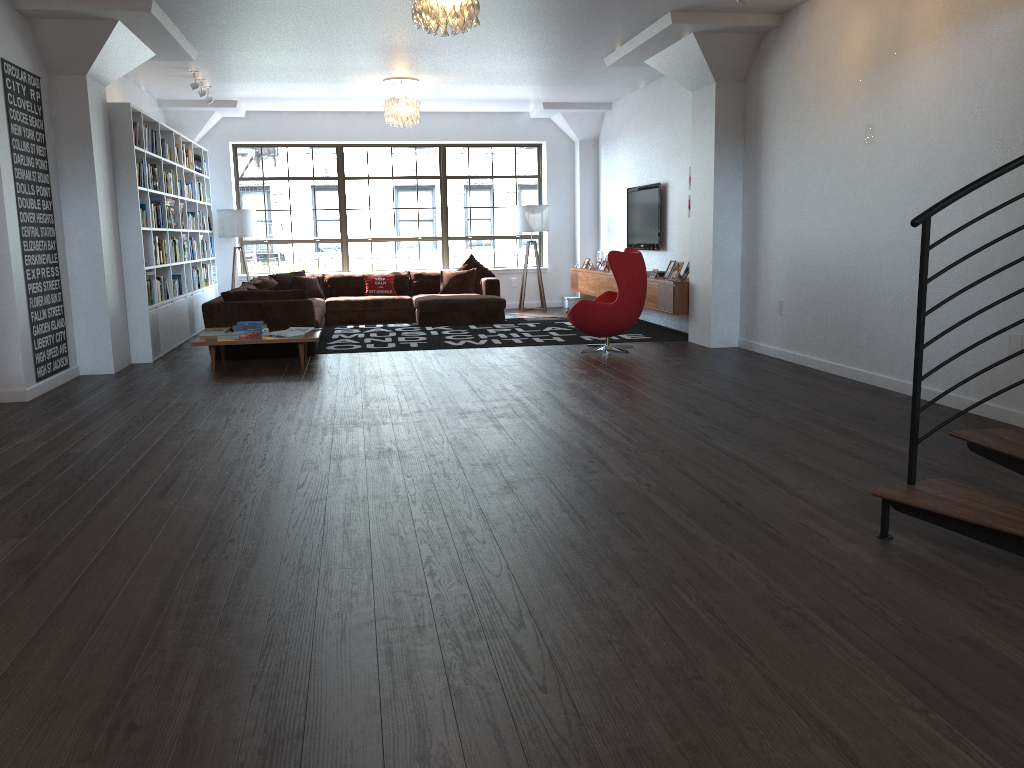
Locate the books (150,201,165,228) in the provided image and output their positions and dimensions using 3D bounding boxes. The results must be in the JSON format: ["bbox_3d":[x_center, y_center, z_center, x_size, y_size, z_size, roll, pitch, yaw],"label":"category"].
[{"bbox_3d":[-3.804,-1.798,9.427,0.176,0.294,0.102,-3,10,-10],"label":"books"}]

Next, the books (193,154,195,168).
[{"bbox_3d":[-4.221,-2.873,11.540,0.161,0.223,0.033,-3,10,-10],"label":"books"}]

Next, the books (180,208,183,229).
[{"bbox_3d":[-3.984,-1.948,10.455,0.174,0.251,0.051,-3,10,-10],"label":"books"}]

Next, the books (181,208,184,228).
[{"bbox_3d":[-4.012,-1.963,10.555,0.183,0.253,0.039,-3,10,-10],"label":"books"}]

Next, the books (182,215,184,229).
[{"bbox_3d":[-3.992,-1.945,10.527,0.161,0.223,0.030,-3,10,-10],"label":"books"}]

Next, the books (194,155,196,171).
[{"bbox_3d":[-4.217,-2.879,11.572,0.161,0.223,0.032,-3,10,-10],"label":"books"}]

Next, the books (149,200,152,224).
[{"bbox_3d":[-3.701,-1.695,8.821,0.197,0.283,0.065,-3,10,-10],"label":"books"}]

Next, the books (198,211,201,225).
[{"bbox_3d":[-4.231,-2.165,11.766,0.183,0.253,0.042,-3,10,-10],"label":"books"}]

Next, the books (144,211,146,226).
[{"bbox_3d":[-3.631,-1.604,8.648,0.106,0.162,0.032,-3,10,-10],"label":"books"}]

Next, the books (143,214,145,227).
[{"bbox_3d":[-3.629,-1.592,8.604,0.110,0.153,0.018,-3,10,-10],"label":"books"}]

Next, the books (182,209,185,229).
[{"bbox_3d":[-4.021,-1.972,10.623,0.171,0.246,0.036,-3,10,-10],"label":"books"}]

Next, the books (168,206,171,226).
[{"bbox_3d":[-3.877,-1.842,9.803,0.183,0.253,0.042,-3,10,-10],"label":"books"}]

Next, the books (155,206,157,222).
[{"bbox_3d":[-3.753,-1.719,9.133,0.167,0.230,0.037,-3,10,-10],"label":"books"}]

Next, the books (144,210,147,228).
[{"bbox_3d":[-3.636,-1.611,8.672,0.107,0.167,0.017,-3,10,-10],"label":"books"}]

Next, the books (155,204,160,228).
[{"bbox_3d":[-3.757,-1.742,9.201,0.182,0.253,0.034,-3,10,-10],"label":"books"}]

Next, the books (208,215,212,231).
[{"bbox_3d":[-4.361,-2.275,12.551,0.182,0.215,0.188,-3,10,-10],"label":"books"}]

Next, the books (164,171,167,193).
[{"bbox_3d":[-3.851,-2.189,9.630,0.174,0.239,0.045,-3,10,-10],"label":"books"}]

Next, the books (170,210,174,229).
[{"bbox_3d":[-3.887,-1.838,9.927,0.161,0.207,0.135,-3,10,-10],"label":"books"}]

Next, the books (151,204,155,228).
[{"bbox_3d":[-3.714,-1.695,8.960,0.174,0.239,0.045,-3,10,-10],"label":"books"}]

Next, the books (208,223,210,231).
[{"bbox_3d":[-4.354,-2.257,12.462,0.167,0.210,0.162,-3,10,-10],"label":"books"}]

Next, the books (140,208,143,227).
[{"bbox_3d":[-3.629,-1.594,8.519,0.134,0.184,0.030,-3,10,-10],"label":"books"}]

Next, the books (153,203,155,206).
[{"bbox_3d":[-3.773,-1.735,9.164,0.182,0.253,0.034,-3,10,-10],"label":"books"}]

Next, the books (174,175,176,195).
[{"bbox_3d":[-3.948,-2.284,10.173,0.159,0.250,0.026,-3,10,-10],"label":"books"}]

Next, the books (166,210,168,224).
[{"bbox_3d":[-3.840,-1.802,9.656,0.161,0.223,0.032,-3,10,-10],"label":"books"}]

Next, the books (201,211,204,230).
[{"bbox_3d":[-4.269,-2.203,11.999,0.183,0.253,0.042,-3,10,-10],"label":"books"}]

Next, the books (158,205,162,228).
[{"bbox_3d":[-3.773,-1.751,9.300,0.174,0.239,0.045,-3,10,-10],"label":"books"}]

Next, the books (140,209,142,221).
[{"bbox_3d":[-3.617,-1.587,8.496,0.128,0.178,0.021,-3,10,-10],"label":"books"}]

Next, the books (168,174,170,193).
[{"bbox_3d":[-3.891,-2.218,9.855,0.161,0.223,0.027,-3,10,-10],"label":"books"}]

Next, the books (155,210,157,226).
[{"bbox_3d":[-3.739,-1.710,9.103,0.161,0.223,0.026,-3,10,-10],"label":"books"}]

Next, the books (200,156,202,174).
[{"bbox_3d":[-4.322,-2.975,12.064,0.183,0.253,0.042,-3,10,-10],"label":"books"}]

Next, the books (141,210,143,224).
[{"bbox_3d":[-3.632,-1.595,8.545,0.128,0.178,0.022,-3,10,-10],"label":"books"}]

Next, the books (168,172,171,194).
[{"bbox_3d":[-3.910,-2.240,9.917,0.170,0.245,0.057,-3,10,-10],"label":"books"}]

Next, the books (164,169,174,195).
[{"bbox_3d":[-3.935,-2.282,10.038,0.176,0.290,0.053,-3,10,-10],"label":"books"}]

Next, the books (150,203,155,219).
[{"bbox_3d":[-3.736,-1.715,9.049,0.159,0.250,0.026,-3,10,-10],"label":"books"}]

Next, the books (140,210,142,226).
[{"bbox_3d":[-3.612,-1.584,8.475,0.128,0.178,0.022,-3,10,-10],"label":"books"}]

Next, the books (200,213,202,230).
[{"bbox_3d":[-4.240,-2.173,11.838,0.171,0.246,0.039,-3,10,-10],"label":"books"}]

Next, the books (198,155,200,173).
[{"bbox_3d":[-4.299,-2.954,11.937,0.183,0.253,0.042,-3,10,-10],"label":"books"}]

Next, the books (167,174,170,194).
[{"bbox_3d":[-3.888,-2.213,9.828,0.161,0.223,0.026,-3,10,-10],"label":"books"}]

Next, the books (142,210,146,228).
[{"bbox_3d":[-3.633,-1.602,8.621,0.120,0.167,0.020,-3,10,-10],"label":"books"}]

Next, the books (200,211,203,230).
[{"bbox_3d":[-4.259,-2.192,11.913,0.180,0.259,0.042,-3,10,-10],"label":"books"}]

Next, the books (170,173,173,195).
[{"bbox_3d":[-3.915,-2.245,9.968,0.174,0.239,0.045,-3,10,-10],"label":"books"}]

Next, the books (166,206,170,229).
[{"bbox_3d":[-3.847,-1.818,9.697,0.174,0.240,0.054,-3,10,-10],"label":"books"}]

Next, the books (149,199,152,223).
[{"bbox_3d":[-3.707,-1.707,8.880,0.176,0.290,0.053,-3,10,-10],"label":"books"}]

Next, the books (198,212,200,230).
[{"bbox_3d":[-4.201,-2.141,11.659,0.174,0.240,0.054,-3,10,-10],"label":"books"}]

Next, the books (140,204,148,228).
[{"bbox_3d":[-3.659,-1.647,8.697,0.140,0.231,0.042,-3,10,-10],"label":"books"}]

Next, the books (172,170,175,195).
[{"bbox_3d":[-3.949,-2.288,10.096,0.197,0.283,0.065,-3,10,-10],"label":"books"}]

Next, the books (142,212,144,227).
[{"bbox_3d":[-3.624,-1.590,8.586,0.110,0.153,0.019,-3,10,-10],"label":"books"}]

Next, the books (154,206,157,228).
[{"bbox_3d":[-3.732,-1.706,9.078,0.161,0.223,0.027,-3,10,-10],"label":"books"}]

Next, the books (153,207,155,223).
[{"bbox_3d":[-3.727,-1.706,9.009,0.170,0.245,0.057,-3,10,-10],"label":"books"}]

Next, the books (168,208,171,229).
[{"bbox_3d":[-3.856,-1.822,9.773,0.161,0.223,0.032,-3,10,-10],"label":"books"}]

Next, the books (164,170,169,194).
[{"bbox_3d":[-3.870,-2.212,9.726,0.182,0.253,0.034,-3,10,-10],"label":"books"}]

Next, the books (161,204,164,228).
[{"bbox_3d":[-3.782,-1.770,9.371,0.182,0.253,0.034,-3,10,-10],"label":"books"}]

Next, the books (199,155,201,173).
[{"bbox_3d":[-4.306,-2.961,11.979,0.183,0.253,0.042,-3,10,-10],"label":"books"}]

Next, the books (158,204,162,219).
[{"bbox_3d":[-3.787,-1.764,9.336,0.182,0.253,0.034,-3,10,-10],"label":"books"}]
